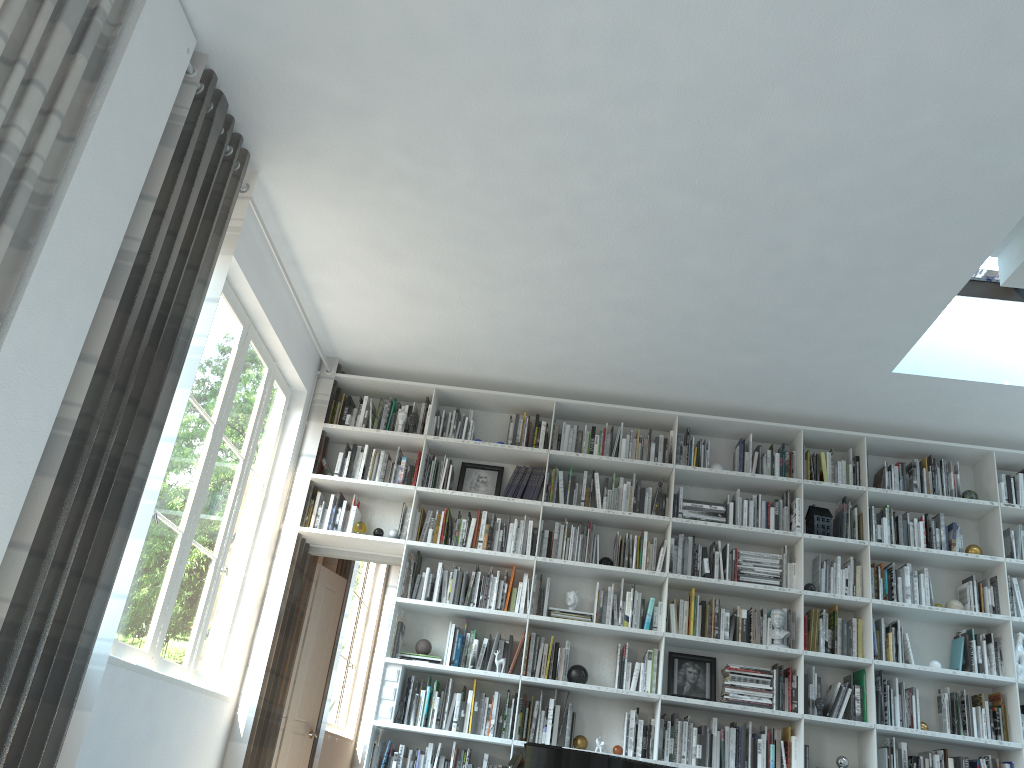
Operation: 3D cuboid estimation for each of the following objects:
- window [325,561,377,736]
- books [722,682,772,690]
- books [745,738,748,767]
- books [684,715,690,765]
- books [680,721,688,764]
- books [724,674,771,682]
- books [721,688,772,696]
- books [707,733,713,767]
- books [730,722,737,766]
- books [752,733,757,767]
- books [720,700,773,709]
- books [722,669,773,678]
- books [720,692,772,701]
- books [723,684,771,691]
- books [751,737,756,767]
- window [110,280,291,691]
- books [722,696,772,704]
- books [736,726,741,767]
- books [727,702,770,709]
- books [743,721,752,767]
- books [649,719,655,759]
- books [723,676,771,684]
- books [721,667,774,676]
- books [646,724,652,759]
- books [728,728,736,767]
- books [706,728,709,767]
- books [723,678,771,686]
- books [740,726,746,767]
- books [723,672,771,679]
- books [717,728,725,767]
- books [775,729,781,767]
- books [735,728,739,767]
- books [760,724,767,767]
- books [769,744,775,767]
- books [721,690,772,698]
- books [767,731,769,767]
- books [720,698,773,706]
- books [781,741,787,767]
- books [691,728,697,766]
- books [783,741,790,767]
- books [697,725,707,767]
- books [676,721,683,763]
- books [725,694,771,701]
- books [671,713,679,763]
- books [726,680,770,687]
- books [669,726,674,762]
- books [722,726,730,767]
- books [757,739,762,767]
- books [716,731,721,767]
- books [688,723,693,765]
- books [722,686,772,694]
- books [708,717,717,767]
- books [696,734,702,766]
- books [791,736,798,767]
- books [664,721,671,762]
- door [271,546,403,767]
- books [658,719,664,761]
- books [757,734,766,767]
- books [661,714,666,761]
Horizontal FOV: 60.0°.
[{"bbox_3d":[-1.564,2.217,8.345,0.073,1.999,1.992,6,-25,4],"label":"window"},{"bbox_3d":[1.454,1.878,5.495,0.285,0.012,0.160,4,-25,9],"label":"books"},{"bbox_3d":[1.395,2.242,5.337,0.021,0.202,0.129,6,-25,4],"label":"books"},{"bbox_3d":[1.053,2.162,5.366,0.013,0.281,0.167,6,-25,4],"label":"books"},{"bbox_3d":[1.031,2.177,5.363,0.027,0.244,0.180,6,-25,4],"label":"books"},{"bbox_3d":[1.461,1.837,5.520,0.254,0.012,0.161,8,-25,1],"label":"books"},{"bbox_3d":[1.449,1.914,5.487,0.285,0.012,0.160,6,-25,6],"label":"books"},{"bbox_3d":[1.179,2.213,5.336,0.023,0.195,0.166,6,-25,4],"label":"books"},{"bbox_3d":[1.335,2.201,5.368,0.014,0.285,0.135,6,-25,4],"label":"books"},{"bbox_3d":[1.450,2.233,5.338,0.014,0.234,0.155,6,-25,4],"label":"books"},{"bbox_3d":[1.440,1.975,5.451,0.285,0.012,0.160,9,-25,0],"label":"books"},{"bbox_3d":[1.464,1.816,5.532,0.285,0.012,0.160,6,-25,6],"label":"books"},{"bbox_3d":[1.446,1.937,5.481,0.285,0.012,0.160,6,-25,4],"label":"books"},{"bbox_3d":[1.453,1.890,5.491,0.254,0.012,0.161,9,-25,0],"label":"books"},{"bbox_3d":[1.429,2.239,5.324,0.024,0.206,0.184,6,-25,4],"label":"books"},{"bbox_3d":[-1.636,0.520,4.737,0.073,1.999,1.992,6,-25,4],"label":"window"},{"bbox_3d":[1.443,1.953,5.461,0.285,0.012,0.160,4,-25,9],"label":"books"},{"bbox_3d":[1.356,2.208,5.345,0.010,0.260,0.182,6,-25,4],"label":"books"},{"bbox_3d":[1.438,1.988,5.452,0.254,0.012,0.161,6,-25,6],"label":"books"},{"bbox_3d":[1.417,2.198,5.346,0.012,0.295,0.178,6,-25,4],"label":"books"},{"bbox_3d":[0.847,2.173,5.407,0.019,0.241,0.108,6,-25,4],"label":"books"},{"bbox_3d":[1.459,1.847,5.513,0.254,0.012,0.161,8,-25,0],"label":"books"},{"bbox_3d":[1.465,1.802,5.530,0.285,0.012,0.160,9,-25,0],"label":"books"},{"bbox_3d":[0.822,2.178,5.376,0.024,0.200,0.159,6,-25,4],"label":"books"},{"bbox_3d":[1.312,2.207,5.339,0.026,0.244,0.192,6,-25,4],"label":"books"},{"bbox_3d":[1.164,2.202,5.355,0.013,0.229,0.139,6,-25,4],"label":"books"},{"bbox_3d":[1.457,1.859,5.509,0.254,0.012,0.161,8,-25,1],"label":"books"},{"bbox_3d":[1.375,2.205,5.338,0.028,0.263,0.162,6,-25,4],"label":"books"},{"bbox_3d":[1.462,1.825,5.523,0.254,0.012,0.161,8,-25,0],"label":"books"},{"bbox_3d":[1.259,2.210,5.352,0.031,0.236,0.159,6,-25,4],"label":"books"},{"bbox_3d":[1.580,2.228,5.332,0.026,0.271,0.176,6,-25,4],"label":"books"},{"bbox_3d":[1.345,2.216,5.354,0.011,0.250,0.159,6,-25,4],"label":"books"},{"bbox_3d":[1.514,2.213,5.346,0.014,0.292,0.138,6,-25,4],"label":"books"},{"bbox_3d":[1.539,2.259,5.306,0.023,0.182,0.170,6,-25,4],"label":"books"},{"bbox_3d":[1.448,1.925,5.484,0.285,0.012,0.160,6,-25,5],"label":"books"},{"bbox_3d":[1.526,2.235,5.344,0.014,0.255,0.145,6,-25,4],"label":"books"},{"bbox_3d":[1.441,1.968,5.465,0.285,0.012,0.160,7,-25,3],"label":"books"},{"bbox_3d":[1.610,2.254,5.308,0.042,0.211,0.170,6,-25,4],"label":"books"},{"bbox_3d":[1.088,2.193,5.346,0.023,0.216,0.175,6,-25,4],"label":"books"},{"bbox_3d":[1.636,2.256,5.308,0.011,0.215,0.167,6,-25,4],"label":"books"},{"bbox_3d":[1.143,2.192,5.349,0.029,0.236,0.166,6,-25,4],"label":"books"},{"bbox_3d":[1.006,2.181,5.381,0.024,0.246,0.132,6,-25,4],"label":"books"},{"bbox_3d":[1.444,1.943,5.466,0.254,0.012,0.161,9,-25,0],"label":"books"},{"bbox_3d":[0.984,2.161,5.397,0.027,0.289,0.141,6,-25,4],"label":"books"},{"bbox_3d":[1.456,1.870,5.504,0.254,0.012,0.161,5,-25,7],"label":"books"},{"bbox_3d":[0.953,2.188,5.366,0.024,0.207,0.170,6,-25,4],"label":"books"},{"bbox_3d":[1.288,2.212,5.367,0.025,0.253,0.137,6,-25,4],"label":"books"},{"bbox_3d":[1.467,2.244,5.320,0.023,0.203,0.168,6,-25,4],"label":"books"},{"bbox_3d":[1.231,2.218,5.357,0.025,0.219,0.141,6,-25,4],"label":"books"},{"bbox_3d":[1.068,2.188,5.374,0.021,0.243,0.142,6,-25,4],"label":"books"},{"bbox_3d":[1.451,1.900,5.485,0.285,0.012,0.160,4,-25,9],"label":"books"},{"bbox_3d":[1.210,2.179,5.365,0.026,0.290,0.152,6,-25,4],"label":"books"},{"bbox_3d":[1.111,2.209,5.334,0.029,0.183,0.175,6,-25,4],"label":"books"},{"bbox_3d":[1.671,2.244,5.306,0.033,0.245,0.177,6,-25,4],"label":"books"},{"bbox_3d":[0.929,2.169,5.363,0.027,0.233,0.168,6,-25,4],"label":"books"},{"bbox_3d":[-1.219,2.202,6.018,0.834,1.971,0.790,6,-24,4],"label":"door"},{"bbox_3d":[0.891,2.167,5.384,0.029,0.242,0.154,6,-25,4],"label":"books"},{"bbox_3d":[1.492,2.233,5.324,0.023,0.233,0.175,6,-25,4],"label":"books"},{"bbox_3d":[0.913,2.152,5.382,0.011,0.274,0.146,6,-25,4],"label":"books"}]
